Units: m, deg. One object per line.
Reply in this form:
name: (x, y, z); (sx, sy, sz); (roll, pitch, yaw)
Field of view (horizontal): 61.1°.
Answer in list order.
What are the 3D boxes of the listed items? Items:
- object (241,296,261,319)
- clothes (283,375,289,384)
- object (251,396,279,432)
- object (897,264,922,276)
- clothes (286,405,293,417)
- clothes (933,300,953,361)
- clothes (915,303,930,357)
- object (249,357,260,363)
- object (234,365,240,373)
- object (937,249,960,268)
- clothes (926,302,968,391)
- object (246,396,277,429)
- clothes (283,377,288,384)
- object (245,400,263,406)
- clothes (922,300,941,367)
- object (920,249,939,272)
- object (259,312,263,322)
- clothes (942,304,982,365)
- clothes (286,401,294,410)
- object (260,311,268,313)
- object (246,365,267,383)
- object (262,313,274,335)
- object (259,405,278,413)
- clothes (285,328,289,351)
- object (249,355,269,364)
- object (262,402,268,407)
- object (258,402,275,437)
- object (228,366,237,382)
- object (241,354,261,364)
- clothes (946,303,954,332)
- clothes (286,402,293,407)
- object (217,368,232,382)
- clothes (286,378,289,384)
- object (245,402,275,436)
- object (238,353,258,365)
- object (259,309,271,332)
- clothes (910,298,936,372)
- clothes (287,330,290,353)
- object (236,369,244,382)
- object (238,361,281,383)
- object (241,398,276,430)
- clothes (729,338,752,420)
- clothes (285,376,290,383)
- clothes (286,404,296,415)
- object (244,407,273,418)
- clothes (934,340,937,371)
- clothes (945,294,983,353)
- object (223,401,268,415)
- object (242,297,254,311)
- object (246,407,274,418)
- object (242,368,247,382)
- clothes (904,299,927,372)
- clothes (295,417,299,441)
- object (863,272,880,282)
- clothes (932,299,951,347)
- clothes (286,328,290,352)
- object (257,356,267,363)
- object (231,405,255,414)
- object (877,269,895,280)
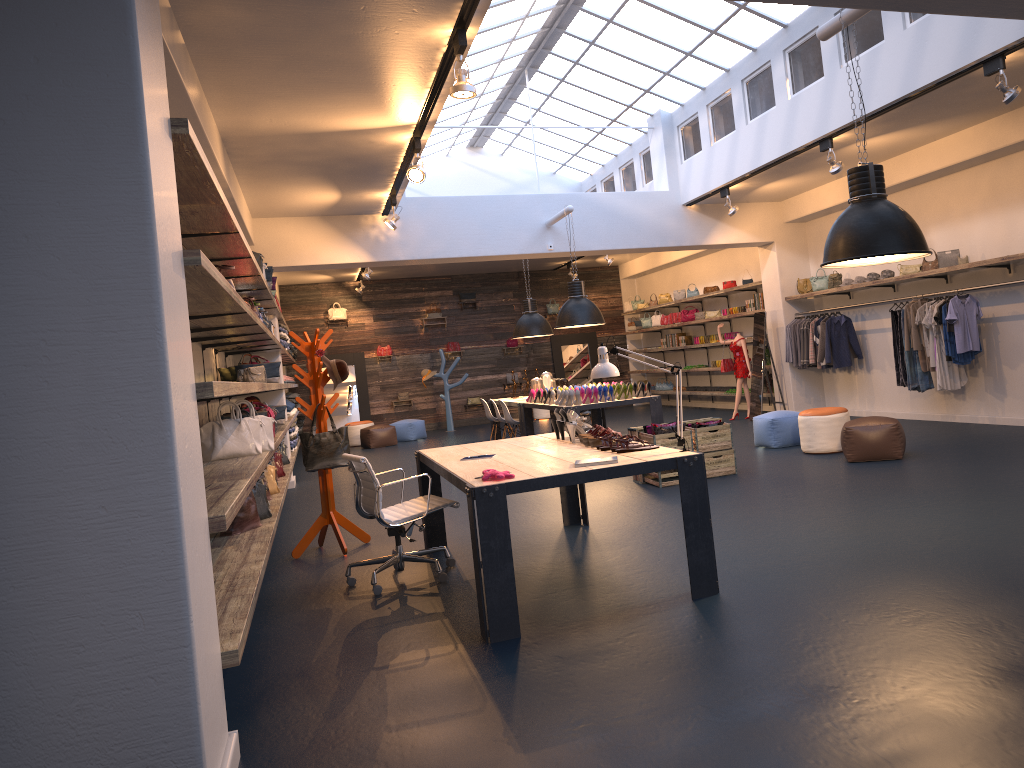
object: (-2.430, -0.631, 7.912); (0.199, 0.339, 0.407); (-6, 0, 39)
clothes: (-3.625, -0.055, 13.372); (0.339, 0.155, 0.330); (-6, 1, -22)
object: (-2.543, 0.310, 8.628); (0.448, 0.386, 0.182); (-6, -1, -18)
object: (5.265, -1.519, 11.440); (0.342, 0.174, 0.245); (-5, 0, 24)
clothes: (-3.486, 0.392, 12.857); (0.447, 0.241, 0.406); (-6, 1, -17)
clothes: (5.407, -0.659, 10.609); (0.591, 0.752, 0.131); (-5, -1, -18)
clothes: (5.330, -0.686, 10.949); (0.582, 0.686, 0.109); (-5, -1, -21)
object: (-3.155, -0.157, 10.645); (0.184, 0.386, 0.445); (-6, 0, 20)
object: (-2.667, -0.094, 9.027); (0.454, 0.232, 0.163); (-6, 0, -43)
object: (5.451, -1.555, 10.839); (0.256, 0.230, 0.084); (-6, -1, 30)
clothes: (5.406, -0.472, 10.755); (0.530, 1.111, 0.122); (-5, -2, -21)
object: (-2.493, 0.310, 8.365); (0.451, 0.386, 0.181); (-6, -1, -21)
clothes: (-3.577, -0.046, 13.052); (0.351, 0.159, 0.319); (-6, 1, 4)
object: (-2.348, 0.325, 7.901); (0.201, 0.362, 0.266); (-6, -1, 36)
clothes: (5.356, -0.635, 10.865); (0.538, 0.832, 0.134); (-5, -1, -17)
object: (5.379, -1.590, 11.160); (0.112, 0.300, 0.268); (-4, -1, -45)
object: (-2.614, -0.613, 8.680); (0.181, 0.305, 0.388); (-6, 0, 16)
clothes: (5.443, -0.615, 10.514); (0.517, 0.770, 0.117); (-5, -1, -21)
clothes: (-3.750, 0.393, 14.025); (0.447, 0.241, 0.406); (-6, 1, -17)
object: (-2.738, -0.632, 9.391); (0.203, 0.339, 0.399); (-6, 0, 26)
object: (-2.371, -0.083, 8.036); (0.100, 0.175, 0.279); (-6, 0, 17)
object: (-2.883, -0.658, 9.944); (0.182, 0.386, 0.448); (-6, 0, 23)
object: (-2.611, 0.312, 8.829); (0.455, 0.386, 0.179); (-6, -1, -25)
clothes: (-3.605, -0.687, 13.389); (0.274, 0.456, 0.327); (-5, -1, -3)
object: (-2.906, -0.158, 10.016); (0.214, 0.362, 0.252); (-6, -1, 10)
object: (-2.693, 0.349, 9.412); (0.312, 0.309, 0.168); (-6, -1, 41)
object: (-2.244, 0.329, 7.676); (0.238, 0.343, 0.279); (-6, -1, 15)
object: (-2.766, -0.085, 9.168); (0.454, 0.236, 0.163); (-6, 0, -41)
object: (-3.014, -0.161, 10.103); (0.225, 0.385, 0.255); (-6, -1, 6)
clothes: (5.400, -0.800, 10.493); (0.483, 0.371, 0.130); (-6, -1, -21)
clothes: (-3.663, 0.393, 13.643); (0.447, 0.241, 0.406); (-6, 1, -17)
object: (-2.910, -0.073, 9.270); (0.453, 0.236, 0.163); (-6, 0, -37)
clothes: (-3.728, -0.046, 13.723); (0.351, 0.159, 0.319); (-6, 1, 4)
object: (-2.220, 0.329, 7.572); (0.238, 0.343, 0.279); (-6, -1, 15)
object: (-3.090, -0.169, 10.220); (0.124, 0.411, 0.319); (-7, -1, 44)
object: (-2.690, -0.632, 9.158); (0.199, 0.339, 0.408); (-6, 0, 41)
clothes: (5.304, -0.625, 11.088); (0.555, 0.948, 0.172); (-5, -1, -23)
clothes: (-3.750, -0.687, 14.029); (0.274, 0.456, 0.327); (-5, -1, -3)
object: (-2.633, -0.068, 8.534); (0.103, 0.175, 0.271); (-6, 0, 8)
object: (-2.576, -0.100, 8.897); (0.452, 0.232, 0.163); (-6, 0, -35)
object: (-2.444, 0.318, 8.163); (0.456, 0.386, 0.179); (-6, -1, -26)
clothes: (3.906, -0.093, 14.775); (0.496, 1.387, 0.321); (-5, -2, -30)
clothes: (-3.776, -0.055, 14.043); (0.339, 0.155, 0.330); (-6, 1, -22)
clothes: (-3.580, 0.392, 13.269); (0.429, 0.241, 0.425); (-6, 1, -1)
object: (-2.160, 0.345, 7.349); (0.268, 0.301, 0.332); (-6, 0, 13)
clothes: (5.380, -0.545, 10.813); (0.348, 0.878, 0.087); (-5, -2, -19)
clothes: (5.452, -0.729, 10.405); (0.582, 0.701, 0.116); (-5, -1, -22)
object: (-2.182, 0.321, 7.151); (0.363, 0.356, 0.153); (-5, -1, -19)
object: (-2.397, -0.613, 7.716); (0.202, 0.305, 0.346); (-5, 0, -27)
object: (-2.211, 0.354, 7.436); (0.229, 0.298, 0.274); (-6, -1, 39)
object: (-2.502, -0.075, 8.288); (0.103, 0.175, 0.269); (-6, 0, 5)
clothes: (5.285, -0.625, 11.192); (0.555, 0.948, 0.172); (-5, -1, -23)
clothes: (-3.599, 0.753, 13.990); (0.274, 0.456, 0.327); (-5, -1, -3)
object: (5.058, -1.498, 12.214); (0.244, 0.136, 0.171); (-6, 0, 2)
clothes: (5.392, -0.752, 10.671); (0.551, 0.587, 0.073); (-5, -1, -21)
clothes: (-3.674, -0.687, 13.693); (0.274, 0.456, 0.327); (-5, -1, -3)
object: (-3.150, -0.164, 10.960); (0.179, 0.386, 0.454); (-6, 0, 30)
object: (-2.158, 0.330, 6.966); (0.390, 0.339, 0.208); (-6, -1, -12)
object: (5.126, -1.498, 11.910); (0.244, 0.136, 0.171); (-6, 0, 2)
